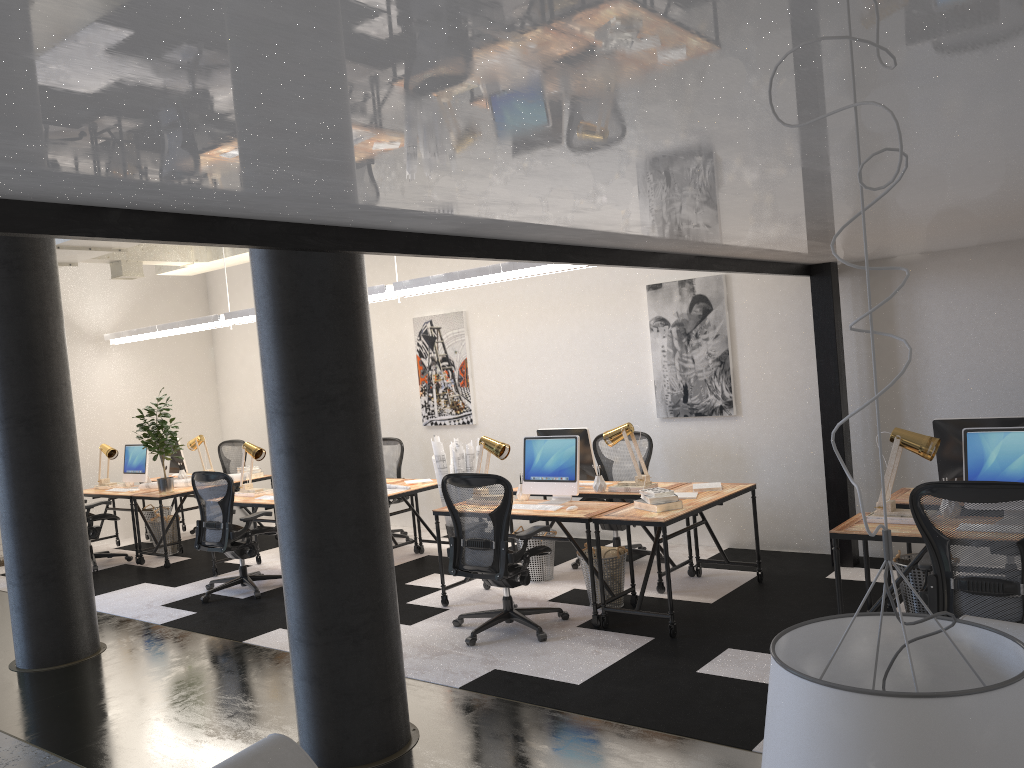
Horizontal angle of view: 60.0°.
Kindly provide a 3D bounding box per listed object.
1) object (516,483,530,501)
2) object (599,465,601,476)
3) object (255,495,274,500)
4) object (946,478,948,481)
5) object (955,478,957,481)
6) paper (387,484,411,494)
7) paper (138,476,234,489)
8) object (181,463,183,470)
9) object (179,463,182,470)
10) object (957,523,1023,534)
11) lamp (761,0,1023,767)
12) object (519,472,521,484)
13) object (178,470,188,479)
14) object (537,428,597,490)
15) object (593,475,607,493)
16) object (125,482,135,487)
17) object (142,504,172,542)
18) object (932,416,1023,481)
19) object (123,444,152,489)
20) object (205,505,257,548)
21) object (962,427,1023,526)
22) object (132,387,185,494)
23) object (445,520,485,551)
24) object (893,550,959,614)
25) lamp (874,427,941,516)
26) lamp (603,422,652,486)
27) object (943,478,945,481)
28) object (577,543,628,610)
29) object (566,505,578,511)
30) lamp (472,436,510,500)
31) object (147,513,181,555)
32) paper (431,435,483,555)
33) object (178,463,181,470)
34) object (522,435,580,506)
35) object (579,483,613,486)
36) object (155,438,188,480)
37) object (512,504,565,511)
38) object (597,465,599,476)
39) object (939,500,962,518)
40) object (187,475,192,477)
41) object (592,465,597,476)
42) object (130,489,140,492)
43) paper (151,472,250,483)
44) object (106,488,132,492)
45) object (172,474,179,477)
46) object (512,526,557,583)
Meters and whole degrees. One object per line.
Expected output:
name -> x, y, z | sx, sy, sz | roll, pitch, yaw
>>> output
object -> 0.083, 0.805, 6.614 | 0.101, 0.127, 0.101 | -5, 2, -7
object -> 0.667, 0.709, 6.666 | 0.008, 0.207, 0.054 | -5, 2, 4
object -> -2.135, 1.025, 7.967 | 0.439, 0.018, 0.118 | -4, 2, 38
object -> 2.337, 0.608, 4.751 | 0.008, 0.207, 0.054 | -4, 3, 26
object -> 2.353, 0.606, 4.733 | 0.054, 0.207, 0.008 | -4, 3, 21
paper -> -1.253, 0.936, 7.737 | 0.568, 0.061, 0.625 | -4, 2, 36
paper -> -3.489, 1.054, 9.435 | 1.134, 0.082, 0.083 | -5, 2, 13
object -> -3.741, 0.997, 10.080 | 0.008, 0.207, 0.054 | -5, 2, 4
object -> -3.751, 0.998, 10.074 | 0.008, 0.207, 0.054 | -4, 3, 26
object -> 2.416, 0.708, 4.325 | 0.439, 0.018, 0.118 | -4, 2, 38
lamp -> 0.492, 0.034, 1.194 | 0.435, 1.348, 0.436 | -7, 3, -37
object -> 0.068, 0.764, 6.620 | 0.008, 0.207, 0.054 | -5, 2, 4
object -> -3.749, 1.039, 10.090 | 0.101, 0.127, 0.101 | -5, 2, -7
object -> 0.415, 0.587, 6.925 | 0.484, 0.485, 0.189 | -4, 3, 38
object -> 0.659, 0.751, 6.676 | 0.101, 0.127, 0.101 | -5, 2, -7
object -> -4.324, 1.093, 10.028 | 0.101, 0.127, 0.101 | -5, 2, -7
object -> -4.206, 1.642, 10.543 | 0.359, 0.435, 0.353 | -4, 2, 35
object -> 2.674, 0.431, 5.049 | 0.484, 0.485, 0.189 | -4, 3, 38
object -> -4.113, 0.901, 9.764 | 0.484, 0.485, 0.189 | -4, 3, 38
object -> -3.120, 1.555, 9.850 | 0.221, 0.455, 0.543 | -3, 3, 38
object -> 2.553, 0.457, 4.473 | 0.484, 0.485, 0.189 | -4, 3, 38
object -> -3.602, 0.577, 9.037 | 0.514, 1.078, 0.438 | -4, 3, 29
object -> -0.394, 1.420, 7.820 | 0.353, 0.399, 0.353 | -5, 2, -6
object -> 2.460, 1.199, 5.253 | 0.359, 0.435, 0.353 | -4, 2, 35
lamp -> 2.101, 0.463, 4.717 | 0.344, 0.470, 0.126 | -4, 3, 39
lamp -> 0.861, 0.524, 6.678 | 0.344, 0.470, 0.127 | -4, 3, 39
object -> 2.326, 0.609, 4.744 | 0.008, 0.207, 0.054 | -5, 2, 4
object -> 0.643, 1.339, 6.208 | 0.359, 0.435, 0.353 | -4, 2, 35
object -> 0.409, 0.839, 5.991 | 0.059, 0.029, 0.106 | -4, 2, 39
lamp -> -0.158, 0.618, 6.593 | 0.344, 0.470, 0.126 | -4, 3, 39
object -> -3.765, 1.626, 9.623 | 0.359, 0.435, 0.353 | -4, 2, 35
paper -> -0.455, 1.012, 7.806 | 0.441, 1.199, 0.412 | -5, 2, 16
object -> -3.768, 0.998, 10.091 | 0.054, 0.207, 0.008 | -4, 3, 21
object -> 0.294, 0.613, 6.349 | 0.484, 0.485, 0.189 | -4, 3, 38
object -> 0.594, 0.800, 7.093 | 0.439, 0.018, 0.118 | -4, 2, 38
object -> -3.992, 0.875, 10.340 | 0.484, 0.485, 0.189 | -4, 3, 38
object -> 0.158, 0.863, 6.201 | 0.439, 0.018, 0.118 | -4, 2, 38
object -> 0.656, 0.711, 6.659 | 0.008, 0.207, 0.054 | -4, 3, 26
object -> 2.342, 0.650, 4.738 | 0.101, 0.127, 0.101 | -5, 2, -7
object -> -3.814, 1.088, 10.507 | 0.439, 0.018, 0.118 | -4, 2, 38
object -> 0.640, 0.711, 6.677 | 0.054, 0.207, 0.008 | -4, 3, 21
object -> -3.998, 1.127, 9.405 | 0.059, 0.029, 0.106 | -4, 2, 39
paper -> -3.385, 1.041, 9.565 | 1.134, 0.082, 0.083 | -5, 2, 3
object -> -4.250, 1.151, 9.615 | 0.439, 0.018, 0.118 | -4, 2, 38
object -> -4.067, 1.099, 10.717 | 0.059, 0.029, 0.106 | -4, 2, 39
object -> 0.202, 1.354, 7.128 | 0.359, 0.435, 0.353 | -4, 2, 35
